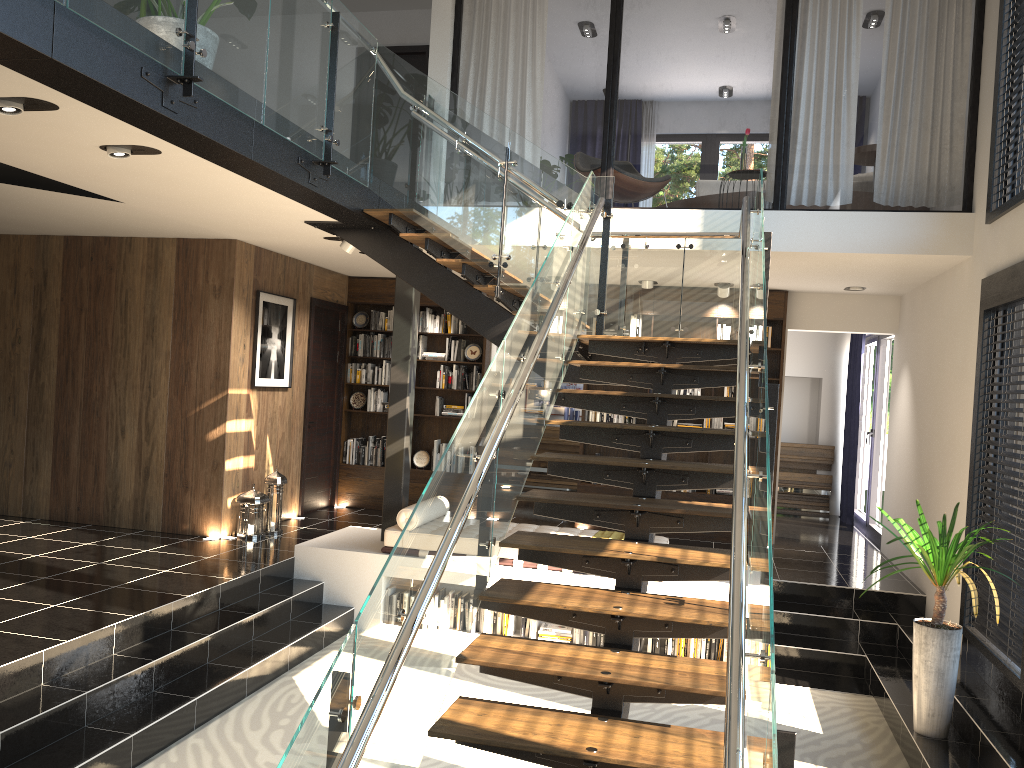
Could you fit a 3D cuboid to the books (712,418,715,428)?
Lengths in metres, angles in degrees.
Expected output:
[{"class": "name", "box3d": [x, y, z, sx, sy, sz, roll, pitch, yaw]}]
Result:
[{"class": "books", "box3d": [2.156, 0.424, 9.503, 0.025, 0.232, 0.156, 4, 0, 13]}]

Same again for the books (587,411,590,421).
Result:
[{"class": "books", "box3d": [0.863, 0.348, 9.847, 0.028, 0.237, 0.134, 4, 1, 13]}]

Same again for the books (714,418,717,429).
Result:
[{"class": "books", "box3d": [2.179, 0.435, 9.485, 0.029, 0.214, 0.149, 4, 0, 13]}]

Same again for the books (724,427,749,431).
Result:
[{"class": "books", "box3d": [2.394, 0.473, 9.438, 0.268, 0.022, 0.156, 3, 0, 9]}]

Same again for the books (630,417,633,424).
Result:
[{"class": "books", "box3d": [1.316, 0.389, 9.707, 0.028, 0.210, 0.169, 4, 0, 13]}]

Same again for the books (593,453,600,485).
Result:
[{"class": "books", "box3d": [0.935, 0.934, 9.789, 0.028, 0.340, 0.203, 4, 0, 13]}]

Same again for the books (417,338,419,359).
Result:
[{"class": "books", "box3d": [-1.071, -0.405, 10.320, 0.028, 0.242, 0.194, 4, 0, 13]}]

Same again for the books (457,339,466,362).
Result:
[{"class": "books", "box3d": [-0.575, -0.381, 10.164, 0.035, 0.251, 0.196, 4, 0, 13]}]

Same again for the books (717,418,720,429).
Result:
[{"class": "books", "box3d": [2.201, 0.438, 9.461, 0.026, 0.209, 0.184, 4, 0, 13]}]

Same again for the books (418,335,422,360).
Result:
[{"class": "books", "box3d": [-1.049, -0.423, 10.288, 0.027, 0.279, 0.166, 4, 0, 13]}]

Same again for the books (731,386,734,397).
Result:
[{"class": "books", "box3d": [2.362, 0.116, 9.500, 0.025, 0.243, 0.119, 4, 1, 13]}]

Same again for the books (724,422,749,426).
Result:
[{"class": "books", "box3d": [2.397, 0.431, 9.443, 0.272, 0.022, 0.156, 3, 0, 12]}]

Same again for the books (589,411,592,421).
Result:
[{"class": "books", "box3d": [0.884, 0.327, 9.807, 0.028, 0.282, 0.169, 4, 0, 13]}]

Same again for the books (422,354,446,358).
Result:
[{"class": "books", "box3d": [-0.876, -0.321, 10.263, 0.266, 0.030, 0.209, 3, 0, 14]}]

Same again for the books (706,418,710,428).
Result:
[{"class": "books", "box3d": [2.106, 0.423, 9.520, 0.037, 0.232, 0.231, 4, 0, 13]}]

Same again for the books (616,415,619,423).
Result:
[{"class": "books", "box3d": [1.171, 0.400, 9.755, 0.027, 0.171, 0.146, 4, 0, 13]}]

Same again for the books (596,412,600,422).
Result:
[{"class": "books", "box3d": [0.961, 0.344, 9.789, 0.029, 0.258, 0.181, 4, 0, 13]}]

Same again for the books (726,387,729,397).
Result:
[{"class": "books", "box3d": [2.310, 0.104, 9.497, 0.023, 0.261, 0.146, 4, 1, 13]}]

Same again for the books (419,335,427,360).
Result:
[{"class": "books", "box3d": [-1.026, -0.421, 10.288, 0.016, 0.278, 0.209, 4, 0, 13]}]

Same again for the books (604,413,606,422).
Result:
[{"class": "books", "box3d": [1.034, 0.378, 9.776, 0.024, 0.197, 0.173, 4, 0, 13]}]

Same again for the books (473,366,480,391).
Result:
[{"class": "books", "box3d": [-0.404, -0.065, 10.074, 0.016, 0.278, 0.202, 4, 0, 13]}]

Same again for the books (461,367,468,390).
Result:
[{"class": "books", "box3d": [-0.540, -0.065, 10.111, 0.016, 0.262, 0.155, 4, 1, 13]}]

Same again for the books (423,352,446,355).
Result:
[{"class": "books", "box3d": [-0.872, -0.346, 10.271, 0.264, 0.021, 0.189, 3, 0, 11]}]

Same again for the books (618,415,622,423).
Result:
[{"class": "books", "box3d": [1.195, 0.358, 9.727, 0.029, 0.256, 0.167, 4, 0, 13]}]

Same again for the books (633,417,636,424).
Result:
[{"class": "books", "box3d": [1.349, 0.403, 9.743, 0.022, 0.185, 0.127, 4, 0, 13]}]

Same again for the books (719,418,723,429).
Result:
[{"class": "books", "box3d": [2.234, 0.406, 9.464, 0.031, 0.277, 0.168, 4, 0, 13]}]

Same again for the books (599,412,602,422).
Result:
[{"class": "books", "box3d": [0.987, 0.371, 9.796, 0.022, 0.207, 0.130, 4, 0, 13]}]

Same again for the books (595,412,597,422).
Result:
[{"class": "books", "box3d": [0.939, 0.349, 9.812, 0.023, 0.245, 0.159, 4, 0, 13]}]

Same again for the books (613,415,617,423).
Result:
[{"class": "books", "box3d": [1.142, 0.373, 9.750, 0.030, 0.222, 0.190, 4, 0, 13]}]

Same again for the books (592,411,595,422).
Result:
[{"class": "books", "box3d": [0.909, 0.370, 9.799, 0.028, 0.199, 0.175, 4, 0, 13]}]

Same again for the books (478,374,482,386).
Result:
[{"class": "books", "box3d": [-0.346, -0.020, 10.059, 0.026, 0.196, 0.170, 4, 0, 13]}]

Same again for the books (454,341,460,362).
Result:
[{"class": "books", "box3d": [-0.611, -0.376, 10.189, 0.047, 0.238, 0.225, 4, 0, 13]}]

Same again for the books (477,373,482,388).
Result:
[{"class": "books", "box3d": [-0.366, -0.023, 10.080, 0.023, 0.200, 0.121, 4, 0, 13]}]

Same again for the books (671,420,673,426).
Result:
[{"class": "books", "box3d": [1.716, 0.394, 9.567, 0.036, 0.244, 0.194, 4, 0, 13]}]

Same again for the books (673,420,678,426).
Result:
[{"class": "books", "box3d": [1.774, 0.389, 9.585, 0.067, 0.261, 0.159, 4, 0, 13]}]

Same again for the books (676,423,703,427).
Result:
[{"class": "books", "box3d": [1.913, 0.440, 9.552, 0.274, 0.025, 0.156, 3, 0, 17]}]

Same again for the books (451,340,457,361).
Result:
[{"class": "books", "box3d": [-0.651, -0.377, 10.179, 0.025, 0.235, 0.232, 4, 0, 13]}]

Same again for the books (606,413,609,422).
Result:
[{"class": "books", "box3d": [1.063, 0.343, 9.774, 0.029, 0.272, 0.152, 4, 1, 13]}]

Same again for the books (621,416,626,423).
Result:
[{"class": "books", "box3d": [1.228, 0.386, 9.745, 0.030, 0.205, 0.170, 4, 0, 13]}]

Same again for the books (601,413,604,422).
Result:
[{"class": "books", "box3d": [1.012, 0.362, 9.790, 0.028, 0.227, 0.136, 4, 0, 13]}]

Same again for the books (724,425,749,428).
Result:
[{"class": "books", "box3d": [2.395, 0.452, 9.436, 0.260, 0.021, 0.167, 3, 0, 11]}]

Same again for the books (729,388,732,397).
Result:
[{"class": "books", "box3d": [2.328, 0.138, 9.476, 0.026, 0.196, 0.147, 4, 0, 13]}]

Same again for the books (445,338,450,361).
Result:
[{"class": "books", "box3d": [-0.717, -0.396, 10.210, 0.023, 0.264, 0.218, 4, 0, 13]}]

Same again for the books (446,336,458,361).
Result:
[{"class": "books", "box3d": [-0.685, -0.405, 10.186, 0.049, 0.286, 0.259, 4, 0, 13]}]

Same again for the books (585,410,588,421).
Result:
[{"class": "books", "box3d": [0.836, 0.352, 9.848, 0.025, 0.227, 0.156, 4, 0, 13]}]

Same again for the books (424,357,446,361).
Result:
[{"class": "books", "box3d": [-0.875, -0.289, 10.276, 0.239, 0.033, 0.176, 3, 0, 10]}]

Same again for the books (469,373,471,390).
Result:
[{"class": "books", "box3d": [-0.460, -0.024, 10.109, 0.026, 0.190, 0.121, 4, 0, 13]}]

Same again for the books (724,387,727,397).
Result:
[{"class": "books", "box3d": [2.287, 0.124, 9.505, 0.024, 0.219, 0.174, 4, 0, 13]}]

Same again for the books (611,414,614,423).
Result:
[{"class": "books", "box3d": [1.113, 0.385, 9.769, 0.033, 0.193, 0.172, 4, 0, 13]}]

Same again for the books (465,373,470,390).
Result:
[{"class": "books", "box3d": [-0.499, -0.029, 10.128, 0.060, 0.196, 0.119, 4, 0, 13]}]

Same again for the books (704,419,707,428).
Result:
[{"class": "books", "box3d": [2.074, 0.405, 9.517, 0.026, 0.263, 0.156, 4, 0, 13]}]

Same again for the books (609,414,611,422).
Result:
[{"class": "books", "box3d": [1.089, 0.372, 9.781, 0.021, 0.216, 0.170, 4, 0, 13]}]

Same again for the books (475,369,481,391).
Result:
[{"class": "books", "box3d": [-0.383, -0.047, 10.092, 0.018, 0.246, 0.144, 4, 1, 13]}]

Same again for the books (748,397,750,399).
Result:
[{"class": "books", "box3d": [2.531, 0.154, 9.461, 0.246, 0.021, 0.148, 3, 0, 13]}]

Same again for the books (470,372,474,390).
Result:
[{"class": "books", "box3d": [-0.441, -0.032, 10.086, 0.020, 0.209, 0.147, 4, 0, 13]}]

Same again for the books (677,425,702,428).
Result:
[{"class": "books", "box3d": [1.911, 0.464, 9.548, 0.261, 0.024, 0.167, 3, 0, 10]}]

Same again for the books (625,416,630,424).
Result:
[{"class": "books", "box3d": [1.269, 0.373, 9.716, 0.070, 0.236, 0.206, 4, 0, 13]}]
